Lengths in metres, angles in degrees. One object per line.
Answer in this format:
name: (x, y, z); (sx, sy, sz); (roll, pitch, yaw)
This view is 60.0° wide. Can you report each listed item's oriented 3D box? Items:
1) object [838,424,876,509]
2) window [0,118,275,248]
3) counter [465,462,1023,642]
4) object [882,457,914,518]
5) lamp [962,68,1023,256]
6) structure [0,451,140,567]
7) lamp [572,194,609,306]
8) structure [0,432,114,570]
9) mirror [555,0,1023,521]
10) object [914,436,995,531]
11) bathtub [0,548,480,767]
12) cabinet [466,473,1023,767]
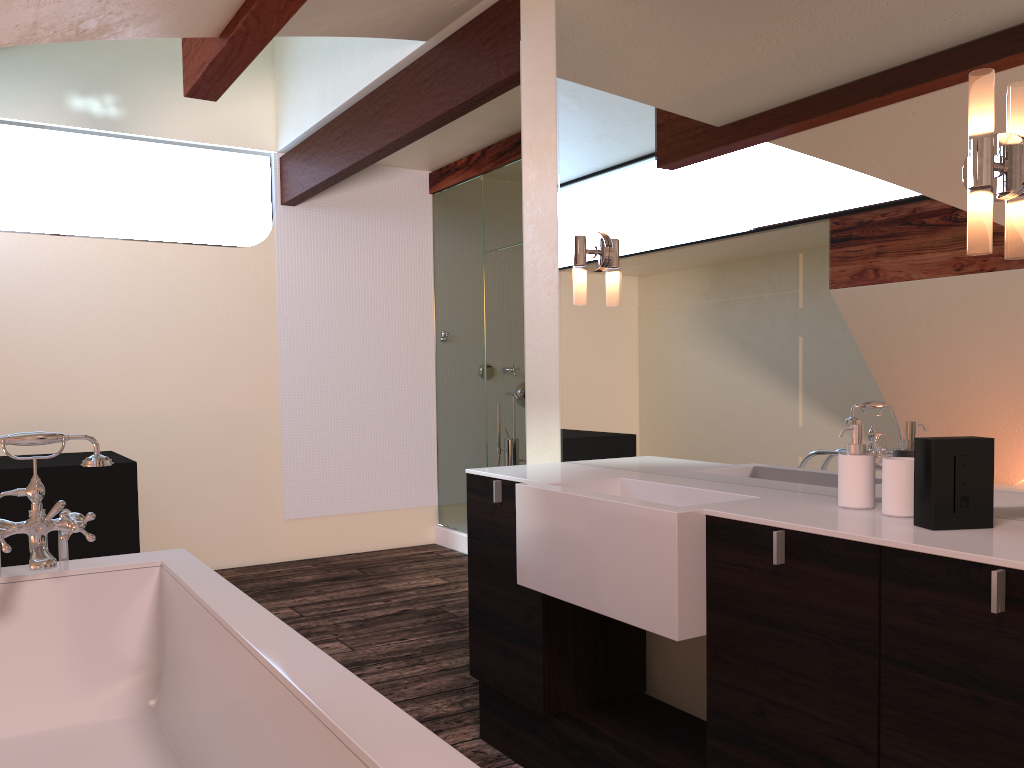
object: (0.713, 0.189, 1.842); (0.080, 0.191, 0.073); (0, 2, 8)
window: (-1.438, -1.212, 3.406); (2.106, 0.677, 3.515); (-1, 1, -32)
counter: (0.470, 0.435, 2.010); (0.442, 0.296, 1.854); (-1, 1, -32)
object: (0.762, 0.223, 1.731); (0.073, 0.123, 0.073); (-2, 3, -37)
lamp: (0.876, -0.449, 1.634); (0.083, 0.366, 0.131); (-2, 3, -32)
structure: (-2.262, 0.827, 4.117); (0.869, 0.862, 0.800); (-2, 2, -32)
lamp: (0.222, -0.448, 2.690); (0.083, 0.366, 0.131); (-2, 3, -32)
structure: (-1.166, 0.684, 2.195); (0.384, 1.122, 0.553); (-1, 2, -17)
mirror: (1.003, -0.634, 1.508); (0.011, 1.846, 3.232); (-2, 2, -32)
object: (0.790, 0.196, 1.586); (0.116, 0.178, 0.067); (-1, 2, -9)
bathtub: (-0.683, 0.869, 1.380); (0.798, 0.695, 2.214); (-2, 1, -32)
cabinet: (0.498, 0.761, 2.040); (0.385, 0.924, 1.854); (-2, 1, -32)
